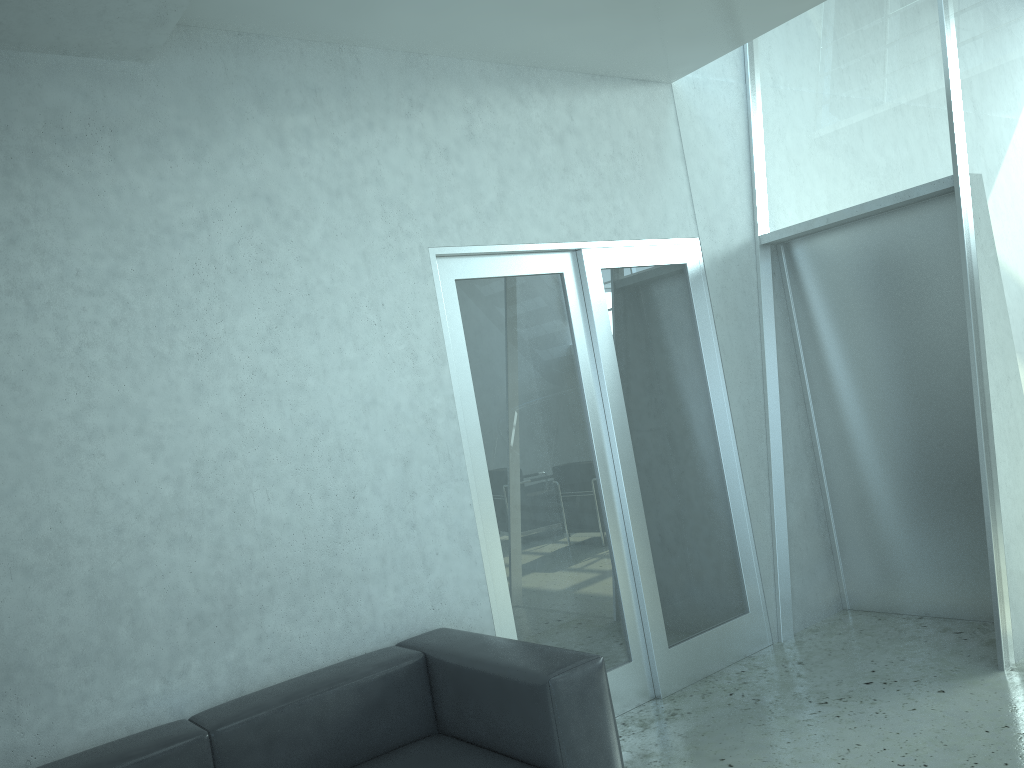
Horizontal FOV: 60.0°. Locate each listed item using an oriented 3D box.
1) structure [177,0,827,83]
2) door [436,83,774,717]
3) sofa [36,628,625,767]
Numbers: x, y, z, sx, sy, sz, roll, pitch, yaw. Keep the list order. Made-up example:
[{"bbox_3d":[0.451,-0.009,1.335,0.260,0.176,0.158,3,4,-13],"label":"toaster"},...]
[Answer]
[{"bbox_3d":[1.060,-0.776,2.301,2.655,4.156,3.780,-9,-2,-37],"label":"structure"},{"bbox_3d":[0.558,0.059,4.797,1.162,3.200,2.576,-10,-1,10],"label":"door"},{"bbox_3d":[-0.706,1.295,2.426,2.025,0.652,0.943,-9,-2,-37],"label":"sofa"}]
